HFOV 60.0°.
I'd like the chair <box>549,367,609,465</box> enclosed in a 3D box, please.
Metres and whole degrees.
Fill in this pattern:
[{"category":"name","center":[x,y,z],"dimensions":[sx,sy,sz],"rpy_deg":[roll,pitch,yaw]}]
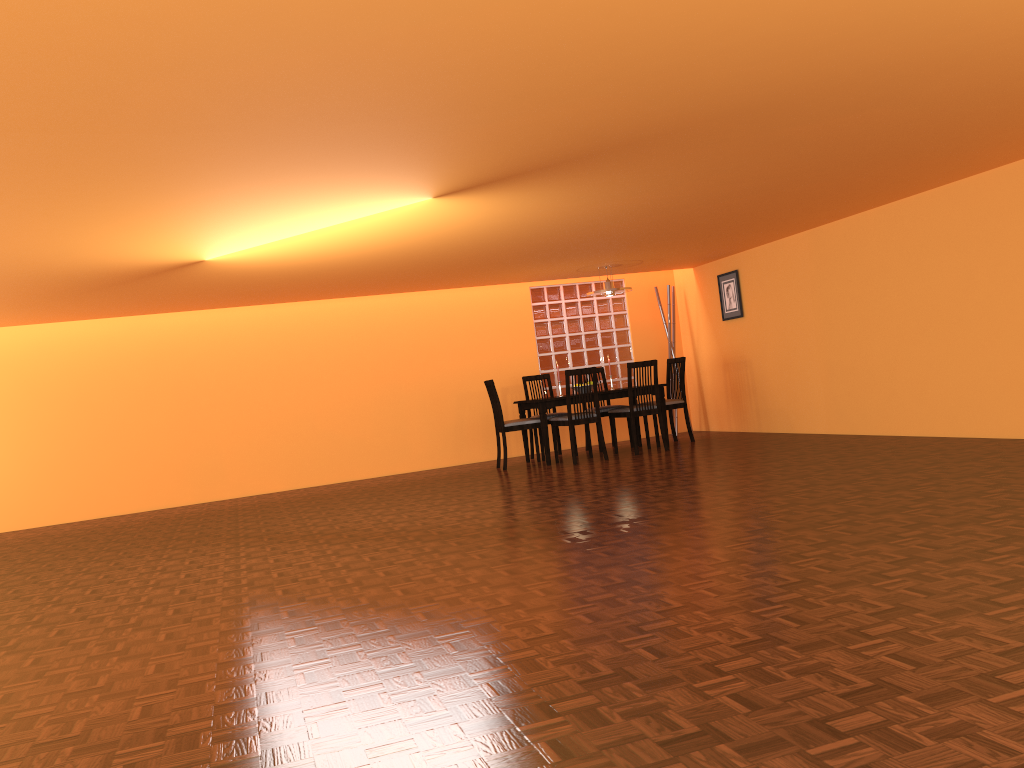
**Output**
[{"category":"chair","center":[0.568,0.276,7.704],"dimensions":[0.373,0.809,0.465],"rpy_deg":[-7,0,-17]}]

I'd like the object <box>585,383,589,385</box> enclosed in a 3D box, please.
[{"category":"object","center":[0.695,0.022,8.077],"dimensions":[0.066,0.070,0.055],"rpy_deg":[-7,0,-36]}]

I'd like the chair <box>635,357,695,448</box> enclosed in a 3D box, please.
[{"category":"chair","center":[1.425,0.173,8.367],"dimensions":[0.465,0.809,0.373],"rpy_deg":[-7,0,-22]}]

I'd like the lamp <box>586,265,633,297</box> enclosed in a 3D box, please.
[{"category":"lamp","center":[0.890,-0.951,8.224],"dimensions":[0.435,0.274,0.435],"rpy_deg":[-7,0,5]}]

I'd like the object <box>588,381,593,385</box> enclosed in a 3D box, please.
[{"category":"object","center":[0.725,0.005,8.150],"dimensions":[0.069,0.066,0.069],"rpy_deg":[-7,0,-8]}]

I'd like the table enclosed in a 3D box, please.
[{"category":"table","center":[0.744,0.369,8.125],"dimensions":[1.259,0.584,0.697],"rpy_deg":[-7,0,-17]}]

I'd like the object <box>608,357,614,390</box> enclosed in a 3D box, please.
[{"category":"object","center":[0.911,-0.109,8.213],"dimensions":[0.044,0.326,0.044],"rpy_deg":[-7,0,-29]}]

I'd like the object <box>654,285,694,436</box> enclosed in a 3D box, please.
[{"category":"object","center":[1.702,-0.248,9.306],"dimensions":[0.226,1.589,0.308],"rpy_deg":[-7,0,5]}]

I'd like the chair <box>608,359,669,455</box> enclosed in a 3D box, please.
[{"category":"chair","center":[1.114,0.210,7.877],"dimensions":[0.373,0.809,0.465],"rpy_deg":[-7,0,-17]}]

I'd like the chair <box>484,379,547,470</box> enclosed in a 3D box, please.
[{"category":"chair","center":[0.037,0.341,7.935],"dimensions":[0.465,0.809,0.373],"rpy_deg":[-7,0,-12]}]

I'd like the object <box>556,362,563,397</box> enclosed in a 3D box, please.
[{"category":"object","center":[0.423,-0.050,7.970],"dimensions":[0.044,0.326,0.044],"rpy_deg":[-7,0,-29]}]

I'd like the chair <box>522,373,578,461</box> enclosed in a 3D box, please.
[{"category":"chair","center":[0.341,0.305,8.435],"dimensions":[0.373,0.809,0.465],"rpy_deg":[-7,0,-17]}]

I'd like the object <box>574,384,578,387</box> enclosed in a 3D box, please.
[{"category":"object","center":[0.589,0.023,8.060],"dimensions":[0.055,0.046,0.046],"rpy_deg":[-7,0,-35]}]

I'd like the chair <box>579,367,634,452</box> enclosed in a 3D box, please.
[{"category":"chair","center":[0.887,0.239,8.608],"dimensions":[0.373,0.809,0.465],"rpy_deg":[-7,0,-17]}]

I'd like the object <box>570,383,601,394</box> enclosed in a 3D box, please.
[{"category":"object","center":[0.662,0.049,8.126],"dimensions":[0.337,0.072,0.337],"rpy_deg":[-7,0,39]}]

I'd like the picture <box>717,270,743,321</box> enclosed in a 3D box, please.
[{"category":"picture","center":[2.115,-0.855,8.606],"dimensions":[0.014,0.456,0.361],"rpy_deg":[-7,0,-17]}]
